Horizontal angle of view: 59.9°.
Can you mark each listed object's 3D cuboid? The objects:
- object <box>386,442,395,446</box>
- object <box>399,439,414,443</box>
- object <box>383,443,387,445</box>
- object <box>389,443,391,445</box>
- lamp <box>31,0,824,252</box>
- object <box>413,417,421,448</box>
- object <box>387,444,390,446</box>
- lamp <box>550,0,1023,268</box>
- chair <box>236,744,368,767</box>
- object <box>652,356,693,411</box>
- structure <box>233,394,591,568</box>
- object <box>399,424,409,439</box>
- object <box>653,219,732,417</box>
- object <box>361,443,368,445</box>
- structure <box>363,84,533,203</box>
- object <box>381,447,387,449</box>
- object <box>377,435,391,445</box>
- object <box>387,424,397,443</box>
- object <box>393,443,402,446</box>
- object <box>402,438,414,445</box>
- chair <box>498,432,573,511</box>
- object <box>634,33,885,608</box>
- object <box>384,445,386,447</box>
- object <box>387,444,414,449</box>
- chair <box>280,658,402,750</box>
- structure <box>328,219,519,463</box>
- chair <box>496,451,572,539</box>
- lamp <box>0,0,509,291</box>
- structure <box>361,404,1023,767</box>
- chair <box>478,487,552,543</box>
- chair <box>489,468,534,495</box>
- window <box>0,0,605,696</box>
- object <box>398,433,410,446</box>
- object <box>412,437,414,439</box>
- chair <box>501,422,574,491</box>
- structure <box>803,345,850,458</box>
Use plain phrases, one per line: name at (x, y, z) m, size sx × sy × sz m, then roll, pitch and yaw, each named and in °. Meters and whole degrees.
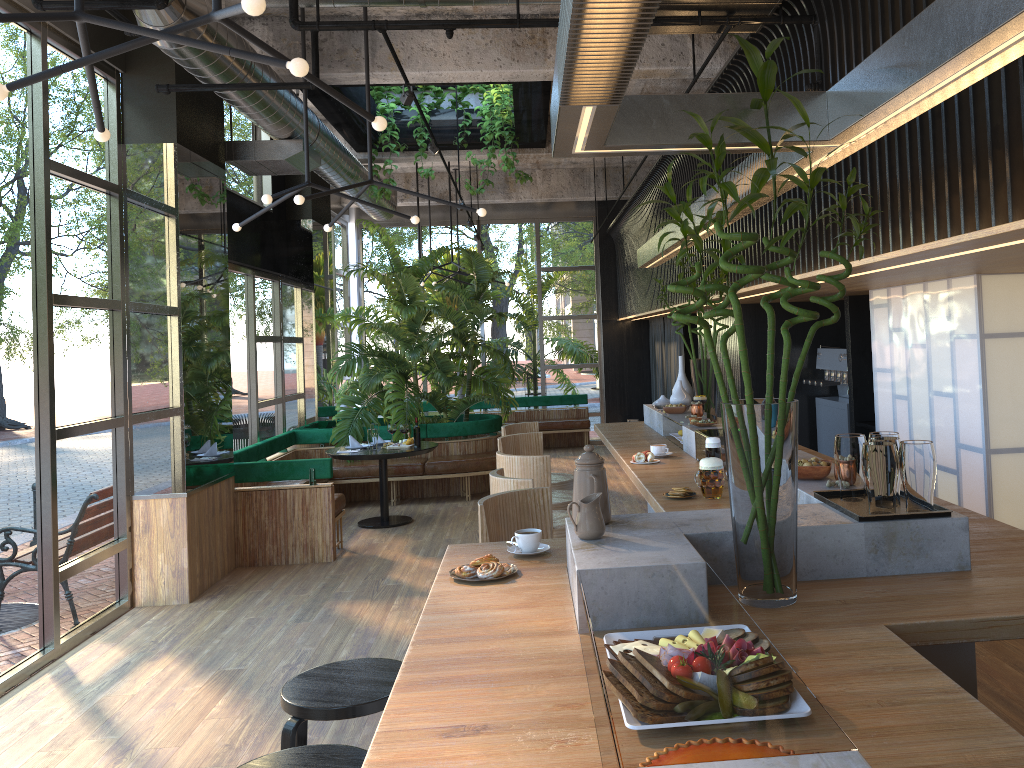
object at (-1.239, 0.611, 9.023) m, size 0.097 × 0.028 × 0.130 m, roll -2°, pitch 3°, yaw 14°
object at (-1.067, 0.581, 8.994) m, size 0.193 × 0.038 × 0.063 m, roll -1°, pitch 2°, yaw 32°
object at (-1.291, 0.614, 9.047) m, size 0.024 × 0.025 × 0.047 m, roll -2°, pitch 2°, yaw 18°
object at (-1.235, 0.612, 8.960) m, size 0.033 × 0.032 × 0.037 m, roll -2°, pitch 1°, yaw -3°
lamp at (-0.492, -2.348, 9.179) m, size 3.816 × 1.531 × 9.970 m, roll -2°, pitch 3°, yaw -2°
object at (-0.940, 0.475, 8.773) m, size 0.067 × 0.299 × 0.070 m, roll -3°, pitch -1°, yaw 15°
object at (-1.237, 0.617, 8.870) m, size 0.032 × 0.031 × 0.040 m, roll -2°, pitch 1°, yaw 24°
lamp at (2.249, -1.917, 4.131) m, size 5.043 × 2.132 × 6.663 m, roll -3°, pitch 2°, yaw -7°
chair at (-0.513, 1.319, 2.155) m, size 0.525 × 0.696 × 0.504 m, roll -2°, pitch 0°, yaw -11°
object at (1.214, -0.004, 6.490) m, size 0.332 × 0.397 × 0.304 m, roll -2°, pitch 0°, yaw -43°
structure at (0.341, 0.745, 4.640) m, size 6.061 × 1.548 × 20.033 m, roll -2°, pitch 3°, yaw 1°
object at (-1.106, 0.514, 9.125) m, size 0.105 × 0.201 × 0.100 m, roll -2°, pitch -1°, yaw -12°
object at (1.365, -0.437, 6.497) m, size 0.642 × 1.550 × 0.612 m, roll -3°, pitch -1°, yaw 37°
object at (-1.547, 0.623, 9.138) m, size 0.165 × 0.019 × 0.243 m, roll -5°, pitch 4°, yaw -41°
structure at (-0.598, -2.778, 9.909) m, size 2.089 × 1.517 × 1.467 m, roll -2°, pitch 1°, yaw 27°
object at (-1.274, 0.629, 8.827) m, size 0.062 × 0.013 × 0.147 m, roll -3°, pitch 3°, yaw -5°
object at (-1.375, 0.557, 9.227) m, size 0.240 × 0.139 × 0.226 m, roll -3°, pitch 2°, yaw -18°
object at (-1.236, 0.518, 9.157) m, size 0.105 × 0.201 × 0.100 m, roll -2°, pitch -1°, yaw -12°
object at (-1.144, 0.602, 8.888) m, size 0.102 × 0.013 × 0.222 m, roll -2°, pitch 3°, yaw 5°
object at (-1.041, 0.571, 8.895) m, size 0.099 × 0.064 × 0.162 m, roll -3°, pitch 2°, yaw -30°
chair at (0.197, 0.832, 5.894) m, size 0.569 × 0.969 × 0.525 m, roll -2°, pitch -1°, yaw -26°
object at (0.655, -0.213, 2.361) m, size 0.671 × 1.550 × 0.586 m, roll -2°, pitch -1°, yaw 3°
object at (-1.276, 0.622, 8.929) m, size 0.033 × 0.019 × 0.038 m, roll -2°, pitch 2°, yaw 11°
object at (-1.087, 0.615, 8.895) m, size 0.236 × 0.019 × 0.358 m, roll -2°, pitch 3°, yaw 9°
chair at (-0.502, 1.289, 2.801) m, size 0.521 × 0.696 × 0.508 m, roll -2°, pitch 0°, yaw -6°
structure at (-1.124, -0.393, 11.243) m, size 2.499 × 3.437 × 2.597 m, roll -2°, pitch 0°, yaw -17°
chair at (0.200, 0.867, 5.147) m, size 0.529 × 0.969 × 0.565 m, roll -3°, pitch -1°, yaw 22°
lamp at (0.445, -2.029, 4.969) m, size 5.112 × 1.822 × 18.827 m, roll -2°, pitch 3°, yaw 1°
structure at (2.726, 0.588, 3.939) m, size 5.879 × 1.730 × 7.095 m, roll -2°, pitch 2°, yaw -1°
chair at (0.156, 0.944, 3.565) m, size 0.574 × 0.969 × 0.520 m, roll -2°, pitch -1°, yaw -44°
chair at (0.183, 0.906, 4.334) m, size 0.574 × 0.969 × 0.520 m, roll -2°, pitch -1°, yaw -41°
window at (-0.871, -1.680, 4.618) m, size 4.160 × 6.491 × 20.281 m, roll -2°, pitch 2°, yaw 1°
object at (-1.072, 0.547, 8.803) m, size 0.144 × 0.124 × 0.097 m, roll -3°, pitch 0°, yaw -21°
object at (-1.008, 0.576, 9.096) m, size 0.059 × 0.072 × 0.208 m, roll -2°, pitch 2°, yaw -9°
chair at (0.212, 0.793, 6.701) m, size 0.541 × 0.969 × 0.554 m, roll -2°, pitch -1°, yaw 9°
structure at (3.024, 0.444, 8.045) m, size 0.552 × 1.595 × 0.834 m, roll -2°, pitch -1°, yaw -1°
